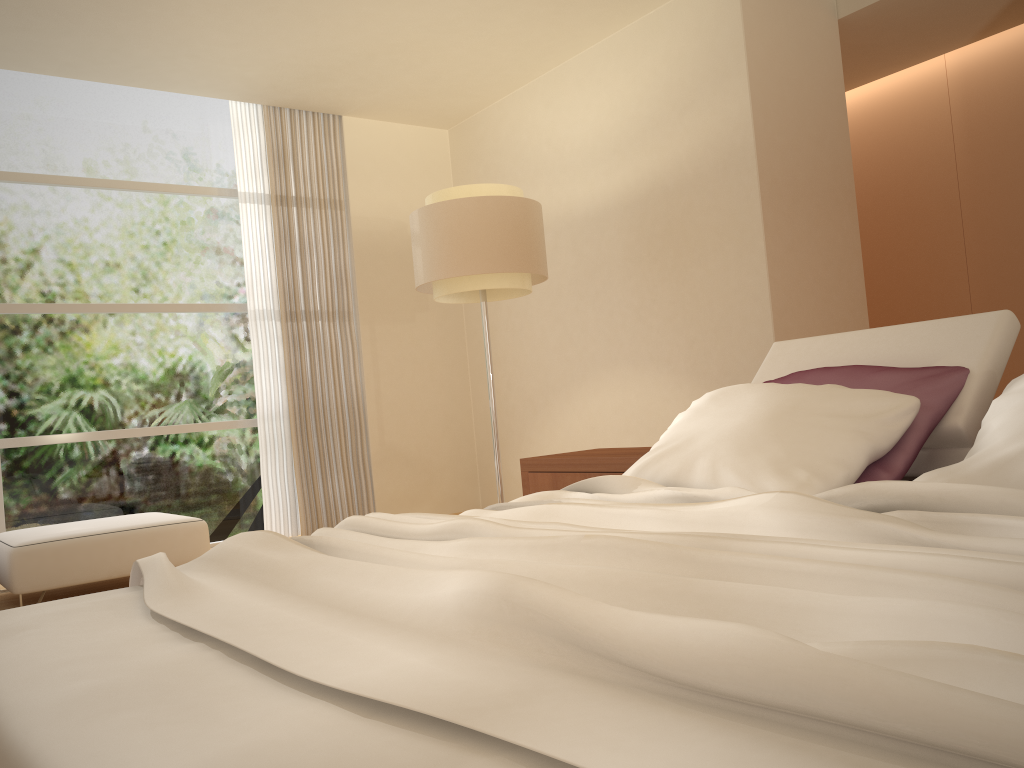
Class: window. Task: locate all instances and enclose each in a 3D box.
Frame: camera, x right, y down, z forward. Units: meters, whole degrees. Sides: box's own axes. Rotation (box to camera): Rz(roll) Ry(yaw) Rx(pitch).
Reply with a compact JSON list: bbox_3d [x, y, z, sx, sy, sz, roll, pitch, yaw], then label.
[{"bbox_3d":[-3.285,-0.465,5.506,4.781,3.371,0.071,-4,-2,-36],"label":"window"}]

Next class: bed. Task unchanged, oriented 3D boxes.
[{"bbox_3d":[0.388,0.491,1.609,2.535,0.570,2.599,-4,-2,-36],"label":"bed"}]

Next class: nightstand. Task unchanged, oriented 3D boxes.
[{"bbox_3d":[1.496,0.432,2.494,0.493,0.539,4.220,-4,-2,-36],"label":"nightstand"}]

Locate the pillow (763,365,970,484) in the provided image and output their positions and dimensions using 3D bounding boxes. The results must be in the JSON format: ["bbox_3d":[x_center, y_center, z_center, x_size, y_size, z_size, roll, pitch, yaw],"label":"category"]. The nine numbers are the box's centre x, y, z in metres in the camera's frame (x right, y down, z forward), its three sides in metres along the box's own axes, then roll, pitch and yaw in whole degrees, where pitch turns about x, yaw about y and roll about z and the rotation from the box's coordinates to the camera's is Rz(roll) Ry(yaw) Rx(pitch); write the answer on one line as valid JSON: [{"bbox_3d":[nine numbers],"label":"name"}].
[{"bbox_3d":[1.158,0.100,2.270,0.575,0.369,1.683,-4,-2,-36],"label":"pillow"}]

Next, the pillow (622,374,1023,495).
[{"bbox_3d":[0.946,0.129,2.103,0.561,0.339,1.720,-4,-2,-36],"label":"pillow"}]

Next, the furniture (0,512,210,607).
[{"bbox_3d":[-2.283,0.943,4.899,0.965,0.346,0.964,-4,-2,-36],"label":"furniture"}]

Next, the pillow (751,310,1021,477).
[{"bbox_3d":[1.410,0.011,2.474,0.461,0.457,1.779,-4,-2,-37],"label":"pillow"}]

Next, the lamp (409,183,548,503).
[{"bbox_3d":[-0.127,-0.083,5.120,0.817,2.018,0.817,-5,-2,7],"label":"lamp"}]

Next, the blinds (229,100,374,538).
[{"bbox_3d":[-1.512,-0.588,6.432,0.814,3.351,0.202,-4,-2,-37],"label":"blinds"}]
